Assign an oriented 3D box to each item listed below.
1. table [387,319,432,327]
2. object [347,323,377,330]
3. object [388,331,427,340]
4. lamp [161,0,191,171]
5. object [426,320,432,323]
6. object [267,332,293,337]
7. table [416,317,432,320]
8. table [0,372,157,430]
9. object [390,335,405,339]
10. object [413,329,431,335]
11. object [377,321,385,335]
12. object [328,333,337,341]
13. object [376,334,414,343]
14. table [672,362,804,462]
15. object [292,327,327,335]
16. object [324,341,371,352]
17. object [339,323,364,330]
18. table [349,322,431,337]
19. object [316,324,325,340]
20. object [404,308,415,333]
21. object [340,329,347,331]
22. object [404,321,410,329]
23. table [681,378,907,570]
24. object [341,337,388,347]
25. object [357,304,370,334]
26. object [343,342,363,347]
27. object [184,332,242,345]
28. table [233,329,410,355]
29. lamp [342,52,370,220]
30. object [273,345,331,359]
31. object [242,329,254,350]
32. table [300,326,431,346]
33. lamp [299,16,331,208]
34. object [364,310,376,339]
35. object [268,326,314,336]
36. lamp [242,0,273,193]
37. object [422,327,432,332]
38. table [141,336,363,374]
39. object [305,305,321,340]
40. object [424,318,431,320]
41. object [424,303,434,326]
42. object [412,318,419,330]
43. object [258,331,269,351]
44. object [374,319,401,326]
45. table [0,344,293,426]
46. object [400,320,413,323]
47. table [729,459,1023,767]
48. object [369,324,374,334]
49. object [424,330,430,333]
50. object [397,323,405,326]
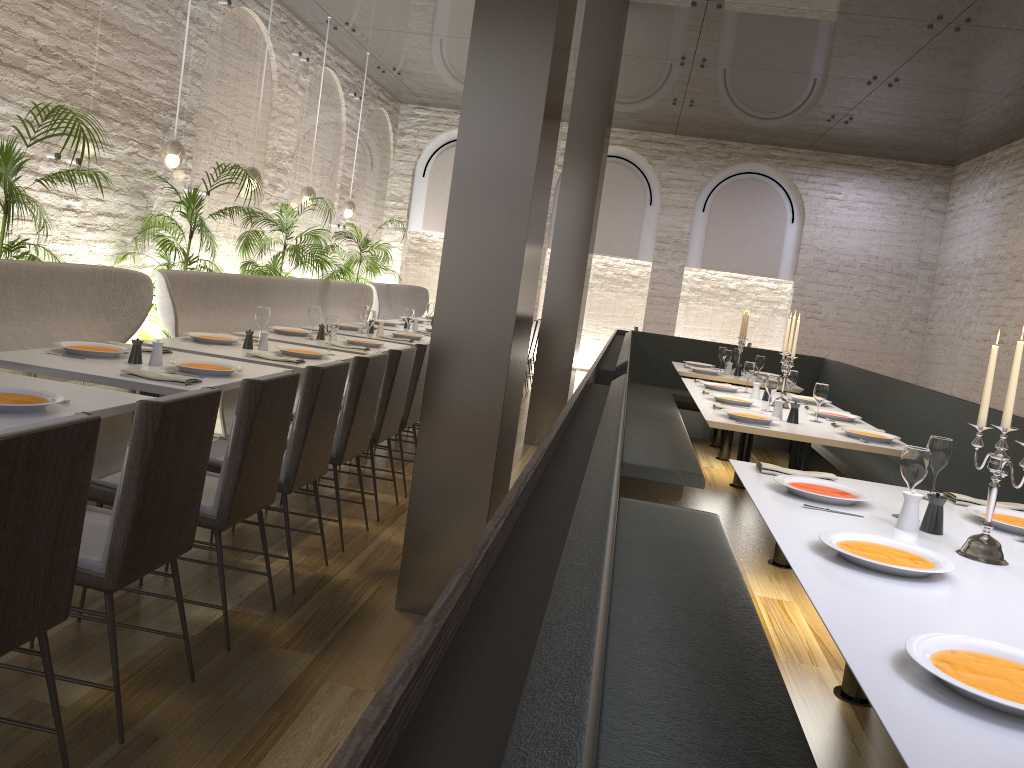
[{"bbox_3d":[-0.864,-0.262,9.632,0.937,0.758,1.013,9,6,7],"label":"table"},{"bbox_3d":[-1.328,-0.499,7.710,0.273,0.033,0.143,9,6,7],"label":"object"},{"bbox_3d":[-0.865,-0.395,7.303,0.321,0.036,0.323,6,7,-15],"label":"object"},{"bbox_3d":[-2.472,-2.639,6.727,0.178,2.035,0.178,10,5,28],"label":"lamp"},{"bbox_3d":[-1.013,-0.715,9.975,0.273,0.033,0.143,9,6,7],"label":"object"},{"bbox_3d":[-1.583,-0.340,6.045,0.185,0.010,0.017,9,6,7],"label":"object"},{"bbox_3d":[-0.712,-0.366,10.724,0.937,0.758,1.013,9,6,7],"label":"table"},{"bbox_3d":[-1.828,0.399,2.710,0.937,0.758,1.013,9,6,7],"label":"table"},{"bbox_3d":[-0.896,-0.371,7.123,0.181,0.015,0.038,9,6,9],"label":"object"},{"bbox_3d":[-0.756,-0.465,8.106,0.273,0.033,0.143,9,6,7],"label":"object"},{"bbox_3d":[-1.081,-0.465,7.309,0.059,0.109,0.059,8,5,-1],"label":"object"},{"bbox_3d":[-1.241,-0.356,6.160,0.059,0.109,0.059,8,5,-1],"label":"object"},{"bbox_3d":[-0.917,-0.354,6.948,0.273,0.033,0.143,9,6,7],"label":"object"},{"bbox_3d":[2.028,0.284,8.376,1.101,0.757,1.191,9,6,7],"label":"table"},{"bbox_3d":[-1.488,-0.389,6.561,0.273,0.033,0.143,9,6,7],"label":"object"},{"bbox_3d":[-1.077,-0.244,5.799,0.273,0.033,0.143,9,6,7],"label":"object"},{"bbox_3d":[-1.392,-0.476,7.374,0.321,0.036,0.323,6,7,-15],"label":"object"},{"bbox_3d":[-1.018,-0.157,8.526,0.937,0.758,1.013,9,6,7],"label":"table"},{"bbox_3d":[-1.317,-0.362,6.124,0.059,0.109,0.059,8,5,-1],"label":"object"},{"bbox_3d":[-0.884,-0.528,7.563,0.086,0.230,0.087,4,6,-41],"label":"object"},{"bbox_3d":[-1.423,-0.449,7.193,0.185,0.010,0.017,9,6,7],"label":"object"},{"bbox_3d":[-0.995,-0.582,8.431,0.059,0.109,0.059,8,5,-1],"label":"object"},{"bbox_3d":[1.676,0.525,5.847,1.101,0.757,2.546,9,6,7],"label":"table"},{"bbox_3d":[-1.025,-0.285,6.154,0.321,0.036,0.323,7,7,-10],"label":"object"},{"bbox_3d":[-1.196,-0.523,7.147,0.086,0.230,0.087,4,6,-41],"label":"object"},{"bbox_3d":[-1.056,-0.261,5.974,0.181,0.015,0.038,9,6,9],"label":"object"},{"bbox_3d":[-1.712,-0.257,5.074,0.323,0.036,0.321,14,9,42],"label":"object"},{"bbox_3d":[-1.339,0.064,6.219,0.937,0.758,1.013,9,6,7],"label":"table"},{"bbox_3d":[-1.893,-3.037,10.887,0.177,2.035,0.178,7,4,-14],"label":"lamp"},{"bbox_3d":[-1.185,-0.175,5.003,0.323,0.036,0.321,14,9,42],"label":"object"},{"bbox_3d":[-1.477,-0.252,4.973,0.059,0.109,0.059,9,5,16],"label":"object"},{"bbox_3d":[-1.179,-0.046,7.368,0.937,0.758,1.013,9,6,7],"label":"table"},{"bbox_3d":[-2.084,-2.905,9.515,0.177,2.035,0.178,7,4,-14],"label":"lamp"},{"bbox_3d":[-1.040,-0.420,6.440,0.086,0.230,0.086,9,5,13],"label":"object"},{"bbox_3d":[-1.552,-0.367,6.225,0.321,0.036,0.323,7,7,-10],"label":"object"},{"bbox_3d":[-2.279,-2.772,8.114,0.177,2.035,0.178,7,4,-8],"label":"lamp"},{"bbox_3d":[-0.704,-0.506,8.461,0.321,0.036,0.323,6,7,-15],"label":"object"},{"bbox_3d":[-1.500,0.174,5.068,0.937,0.758,1.013,9,6,7],"label":"table"},{"bbox_3d":[-1.353,-0.416,6.024,0.086,0.230,0.086,5,5,-35],"label":"object"},{"bbox_3d":[-0.956,-0.770,10.549,0.185,0.010,0.017,9,6,7],"label":"object"},{"bbox_3d":[-0.878,-0.741,9.429,0.087,0.230,0.086,11,6,37],"label":"object"},{"bbox_3d":[-0.920,-0.576,8.467,0.059,0.109,0.059,8,5,-1],"label":"object"},{"bbox_3d":[-1.402,-0.246,5.009,0.059,0.109,0.059,9,5,16],"label":"object"},{"bbox_3d":[-1.231,-0.587,8.532,0.321,0.036,0.323,6,7,-15],"label":"object"},{"bbox_3d":[-1.656,0.281,3.948,0.937,0.758,1.013,9,6,7],"label":"table"},{"bbox_3d":[-1.108,-0.666,9.458,0.185,0.010,0.017,9,6,7],"label":"object"},{"bbox_3d":[1.168,0.874,2.202,1.101,0.757,2.546,9,6,7],"label":"table"},{"bbox_3d":[-1.157,-0.472,7.272,0.059,0.109,0.059,8,5,-1],"label":"object"},{"bbox_3d":[-0.735,-0.481,8.281,0.181,0.015,0.038,9,6,9],"label":"object"},{"bbox_3d":[-1.167,-0.610,8.868,0.273,0.033,0.143,9,6,7],"label":"object"}]
